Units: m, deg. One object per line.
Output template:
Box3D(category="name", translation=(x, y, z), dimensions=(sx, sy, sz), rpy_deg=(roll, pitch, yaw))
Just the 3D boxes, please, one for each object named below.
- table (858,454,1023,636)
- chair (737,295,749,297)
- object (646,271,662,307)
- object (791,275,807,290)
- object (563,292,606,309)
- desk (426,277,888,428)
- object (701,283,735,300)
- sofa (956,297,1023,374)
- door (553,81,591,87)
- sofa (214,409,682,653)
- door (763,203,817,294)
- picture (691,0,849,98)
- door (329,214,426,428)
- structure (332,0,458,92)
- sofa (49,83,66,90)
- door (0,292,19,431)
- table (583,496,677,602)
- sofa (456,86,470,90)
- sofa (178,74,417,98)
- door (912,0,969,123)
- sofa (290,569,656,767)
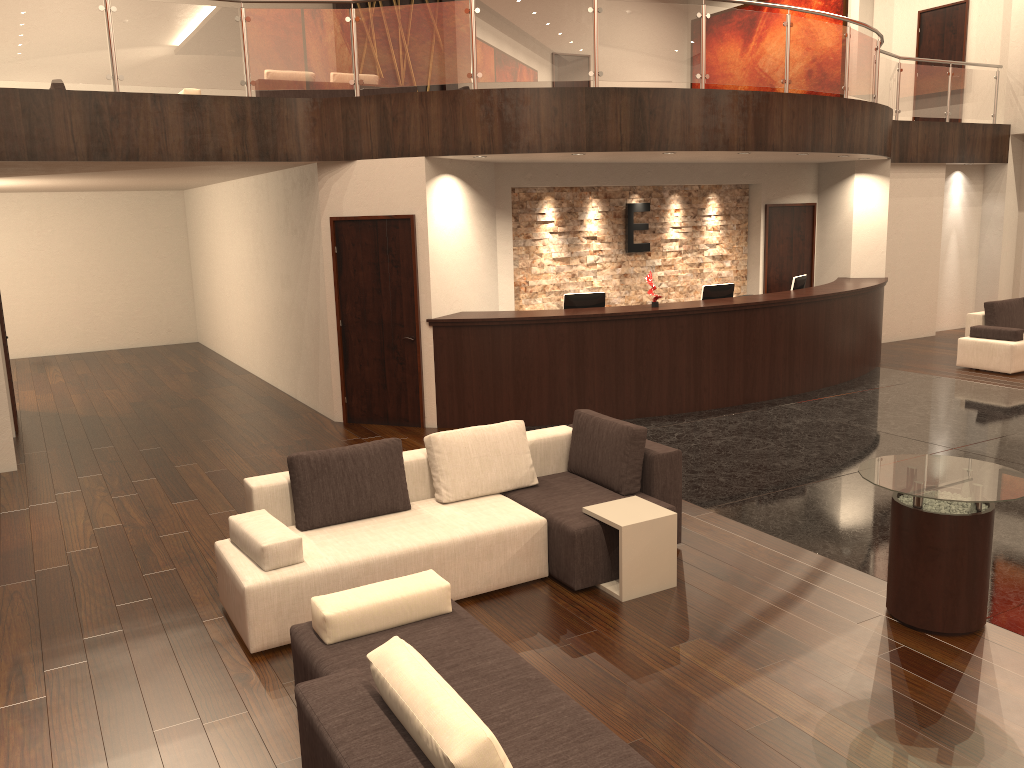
Box3D(category="table", translation=(2.282, 0.872, 4.735), dimensions=(0.833, 0.795, 0.844), rpy_deg=(0, 11, 10))
Box3D(category="chair", translation=(3.337, -0.641, 11.773), dimensions=(0.683, 1.043, 0.682), rpy_deg=(-10, 14, -37))
Box3D(category="object", translation=(1.555, -1.032, 9.644), dimensions=(0.163, 0.390, 0.165), rpy_deg=(-6, 12, -21))
Box3D(category="object", translation=(3.676, -1.141, 11.355), dimensions=(0.189, 0.485, 0.483), rpy_deg=(6, 13, 35))
Box3D(category="object", translation=(0.811, -0.772, 9.885), dimensions=(0.483, 0.485, 0.189), rpy_deg=(-4, 11, -14))
Box3D(category="desk", translation=(2.376, -0.479, 10.730), dimensions=(7.146, 1.171, 1.674), rpy_deg=(-7, 12, -27))
Box3D(category="object", translation=(2.432, -0.934, 10.470), dimensions=(0.483, 0.485, 0.189), rpy_deg=(-8, 12, -29))
Box3D(category="sofa", translation=(7.759, -0.574, 11.217), dimensions=(2.586, 0.862, 3.366), rpy_deg=(-8, 12, -29))
Box3D(category="door", translation=(1.348, -6.249, 19.946), dimensions=(0.990, 2.232, 0.104), rpy_deg=(-8, 12, -29))
Box3D(category="sofa", translation=(-0.307, 0.773, 5.478), dimensions=(2.846, 0.862, 1.291), rpy_deg=(-8, 12, -29))
Box3D(category="door", translation=(4.034, -1.498, 12.953), dimensions=(0.990, 2.232, 0.104), rpy_deg=(-8, 12, -29))
Box3D(category="picture", translation=(5.407, -7.017, 19.261), dimensions=(0.070, 2.526, 4.515), rpy_deg=(-8, 12, -29))
Box3D(category="door", translation=(-1.416, -0.650, 9.410), dimensions=(0.990, 2.232, 0.104), rpy_deg=(3, 12, 21))
Box3D(category="structure", translation=(-2.281, -6.726, 17.676), dimensions=(2.524, 4.236, 0.187), rpy_deg=(-8, 12, -29))
Box3D(category="sofa", translation=(-5.607, -4.191, 13.963), dimensions=(3.366, 0.862, 2.586), rpy_deg=(-8, 12, -29))
Box3D(category="door", translation=(-5.789, -0.644, 10.051), dimensions=(0.104, 2.232, 0.990), rpy_deg=(-8, 12, -29))
Box3D(category="table", translation=(0.705, 0.978, 5.327), dimensions=(0.400, 0.460, 0.400), rpy_deg=(-8, 12, -29))
Box3D(category="sofa", translation=(-0.901, -4.639, 15.562), dimensions=(1.291, 0.862, 2.846), rpy_deg=(-8, 12, -29))
Box3D(category="sofa", translation=(-3.475, -4.154, 13.443), dimensions=(3.366, 0.862, 2.586), rpy_deg=(-8, 12, -29))
Box3D(category="door", translation=(7.791, -5.708, 16.149), dimensions=(0.104, 2.232, 0.990), rpy_deg=(-8, 12, -29))
Box3D(category="sofa", translation=(0.709, 1.203, 3.092), dimensions=(2.586, 0.862, 3.366), rpy_deg=(-8, 12, -29))
